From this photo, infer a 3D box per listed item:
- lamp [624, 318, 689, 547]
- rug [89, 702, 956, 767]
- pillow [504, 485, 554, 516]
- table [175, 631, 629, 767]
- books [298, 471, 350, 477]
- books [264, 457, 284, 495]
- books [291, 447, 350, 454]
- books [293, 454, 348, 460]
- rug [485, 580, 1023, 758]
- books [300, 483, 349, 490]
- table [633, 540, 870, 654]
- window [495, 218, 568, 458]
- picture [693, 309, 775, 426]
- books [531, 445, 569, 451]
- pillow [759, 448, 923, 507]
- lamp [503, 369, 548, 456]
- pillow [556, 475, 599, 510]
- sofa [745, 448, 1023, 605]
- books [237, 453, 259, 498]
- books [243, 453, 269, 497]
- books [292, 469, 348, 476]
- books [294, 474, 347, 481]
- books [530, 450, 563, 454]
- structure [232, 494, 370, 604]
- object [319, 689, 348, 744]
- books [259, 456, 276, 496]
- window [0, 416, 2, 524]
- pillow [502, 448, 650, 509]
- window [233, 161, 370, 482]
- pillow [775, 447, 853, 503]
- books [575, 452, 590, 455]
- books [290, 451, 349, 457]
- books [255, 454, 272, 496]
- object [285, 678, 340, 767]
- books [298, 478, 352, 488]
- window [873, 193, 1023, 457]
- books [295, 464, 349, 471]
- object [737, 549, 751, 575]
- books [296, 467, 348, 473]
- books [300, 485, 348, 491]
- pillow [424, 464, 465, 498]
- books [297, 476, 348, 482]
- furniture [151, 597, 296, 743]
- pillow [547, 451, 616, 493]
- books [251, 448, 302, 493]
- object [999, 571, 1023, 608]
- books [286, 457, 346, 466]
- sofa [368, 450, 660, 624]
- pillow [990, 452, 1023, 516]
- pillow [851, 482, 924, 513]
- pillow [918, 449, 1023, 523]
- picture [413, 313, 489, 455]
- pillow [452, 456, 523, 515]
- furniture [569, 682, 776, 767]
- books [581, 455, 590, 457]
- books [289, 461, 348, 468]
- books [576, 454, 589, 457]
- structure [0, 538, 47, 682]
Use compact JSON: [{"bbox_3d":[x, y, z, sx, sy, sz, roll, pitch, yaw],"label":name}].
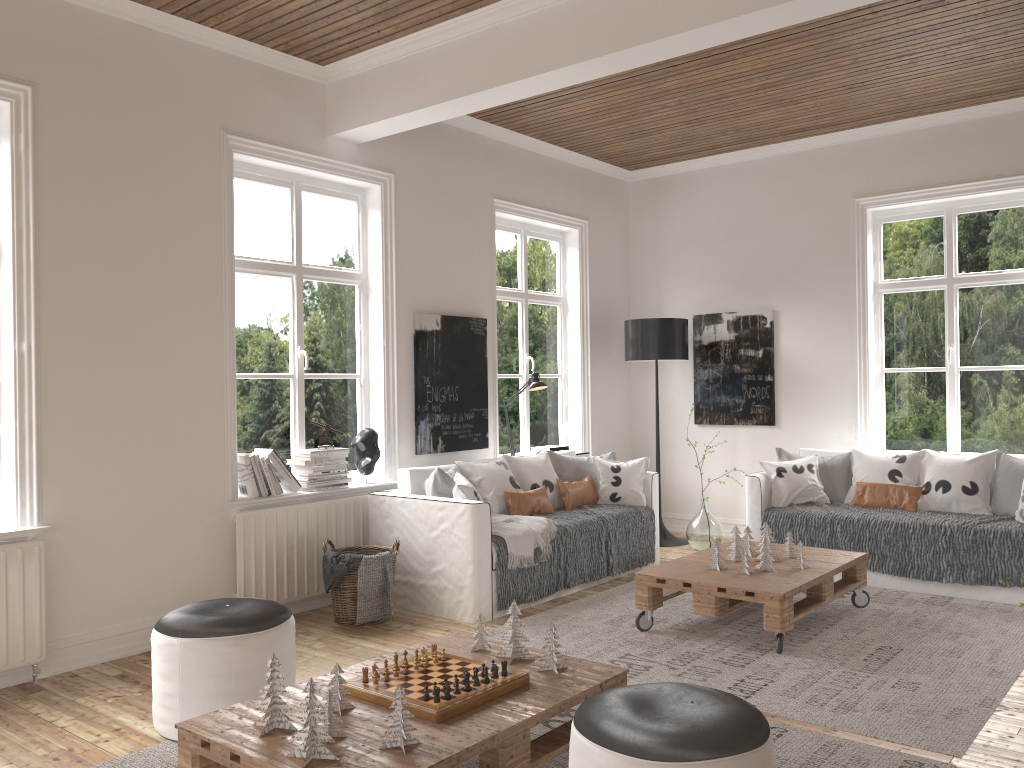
[{"bbox_3d":[1.156,0.372,7.039,0.499,1.754,0.499,-1,0,36],"label":"lamp"},{"bbox_3d":[-0.219,1.257,2.618,2.254,0.003,2.474,-1,0,39],"label":"rug"},{"bbox_3d":[0.113,0.764,5.584,0.116,0.220,0.414,-1,0,40],"label":"pillow"},{"bbox_3d":[-0.277,1.109,2.737,0.821,0.300,1.189,-1,0,39],"label":"table"},{"bbox_3d":[-1.102,0.524,5.186,0.161,0.013,0.256,-1,0,39],"label":"books"},{"bbox_3d":[-1.356,0.504,4.885,0.161,0.213,0.118,-1,0,39],"label":"books"},{"bbox_3d":[-1.116,0.388,5.166,0.182,0.016,0.288,-1,0,39],"label":"books"},{"bbox_3d":[-1.119,0.423,5.179,0.174,0.021,0.273,-1,0,39],"label":"books"},{"bbox_3d":[1.387,1.238,4.599,2.254,0.003,2.474,-1,0,39],"label":"rug"},{"bbox_3d":[-1.114,0.590,5.168,0.159,0.012,0.285,-1,0,39],"label":"books"},{"bbox_3d":[1.281,1.091,4.677,0.821,0.300,1.189,-1,0,39],"label":"table"},{"bbox_3d":[0.123,-0.314,6.900,0.120,1.872,1.055,-1,0,39],"label":"window"},{"bbox_3d":[1.781,-0.123,7.146,0.680,0.908,0.041,-1,0,39],"label":"picture"},{"bbox_3d":[0.294,0.502,6.894,0.190,0.028,0.239,-1,0,41],"label":"books"},{"bbox_3d":[2.169,0.647,5.877,1.020,0.414,0.417,-1,0,21],"label":"pillow"},{"bbox_3d":[0.088,0.245,6.479,0.439,0.703,0.196,-1,0,39],"label":"lamp"},{"bbox_3d":[0.451,0.735,5.961,0.117,0.235,0.414,-1,0,39],"label":"pillow"},{"bbox_3d":[2.561,0.837,5.607,1.960,0.776,0.866,-1,0,39],"label":"sofa"},{"bbox_3d":[-1.454,0.491,4.779,0.172,0.239,0.093,-1,0,39],"label":"books"},{"bbox_3d":[-1.418,0.493,4.806,0.172,0.235,0.112,-1,0,39],"label":"books"},{"bbox_3d":[-1.122,0.512,5.174,0.159,0.012,0.285,-1,0,39],"label":"books"},{"bbox_3d":[-1.135,0.539,5.183,0.182,0.016,0.288,-1,0,39],"label":"books"},{"bbox_3d":[0.298,0.527,6.903,0.212,0.023,0.258,-1,0,39],"label":"books"},{"bbox_3d":[-1.058,1.069,5.078,0.095,0.829,1.223,-1,0,39],"label":"structure"},{"bbox_3d":[-0.499,0.895,2.412,0.076,0.132,0.072,-1,0,39],"label":"object"},{"bbox_3d":[-1.385,0.502,4.858,0.161,0.218,0.101,-1,0,39],"label":"books"},{"bbox_3d":[-2.607,-0.283,3.531,0.120,1.872,1.055,-1,0,39],"label":"window"},{"bbox_3d":[0.427,0.664,6.023,1.081,0.450,0.403,-1,0,-27],"label":"pillow"},{"bbox_3d":[-1.242,-0.298,5.216,0.120,1.872,1.055,-1,0,39],"label":"window"},{"bbox_3d":[2.073,0.648,6.062,0.541,0.431,0.282,-1,0,13],"label":"pillow"},{"bbox_3d":[0.468,0.558,7.114,0.202,0.012,0.251,-1,0,40],"label":"books"},{"bbox_3d":[-1.120,0.404,5.177,0.182,0.016,0.288,-1,0,39],"label":"books"},{"bbox_3d":[-1.400,0.495,4.833,0.152,0.232,0.104,-1,0,39],"label":"books"},{"bbox_3d":[-0.514,0.857,2.278,0.106,0.208,0.107,-1,0,-35],"label":"object"},{"bbox_3d":[-1.120,0.571,5.177,0.176,0.025,0.331,-1,0,39],"label":"books"},{"bbox_3d":[3.115,-0.358,6.296,1.055,1.872,0.120,-1,0,39],"label":"window"},{"bbox_3d":[-1.113,0.485,5.190,0.167,0.017,0.263,-1,0,39],"label":"books"},{"bbox_3d":[1.154,0.880,4.415,0.068,0.124,0.072,-1,0,24],"label":"object"},{"bbox_3d":[-1.111,0.500,5.179,0.161,0.012,0.254,-1,0,39],"label":"books"},{"bbox_3d":[-1.107,0.603,5.183,0.161,0.012,0.254,-1,0,39],"label":"books"},{"bbox_3d":[-0.367,0.681,5.217,0.282,0.431,0.541,-1,0,13],"label":"pillow"},{"bbox_3d":[-1.112,0.553,5.187,0.161,0.013,0.254,-1,0,39],"label":"books"},{"bbox_3d":[-1.081,1.057,3.342,0.518,0.430,0.518,-1,0,-30],"label":"furniture"},{"bbox_3d":[0.486,0.674,6.215,0.546,0.437,0.292,-1,0,-18],"label":"pillow"},{"bbox_3d":[-1.317,0.482,4.940,0.176,0.255,0.226,-1,0,39],"label":"books"},{"bbox_3d":[1.903,0.682,2.921,0.515,1.117,0.275,-1,0,6],"label":"object"},{"bbox_3d":[-1.144,0.447,5.173,0.180,0.028,0.296,-1,0,39],"label":"books"},{"bbox_3d":[0.096,0.872,5.674,0.866,0.776,1.960,-1,0,39],"label":"sofa"},{"bbox_3d":[3.071,0.635,5.209,0.292,0.437,0.546,-1,0,-18],"label":"pillow"},{"bbox_3d":[2.376,0.721,5.630,0.420,0.179,0.127,-1,0,41],"label":"pillow"},{"bbox_3d":[2.879,0.627,5.267,0.403,0.450,1.081,-1,0,-27],"label":"pillow"},{"bbox_3d":[-0.399,-0.001,5.953,0.041,0.908,0.680,-1,0,39],"label":"picture"},{"bbox_3d":[-0.182,0.679,5.313,0.417,0.414,1.020,-1,0,21],"label":"pillow"},{"bbox_3d":[0.406,1.033,2.271,0.518,0.430,0.518,-1,0,42],"label":"furniture"},{"bbox_3d":[0.475,0.585,7.111,0.187,0.014,0.253,-1,0,39],"label":"books"},{"bbox_3d":[-1.130,0.468,5.192,0.182,0.016,0.288,-1,0,39],"label":"books"},{"bbox_3d":[0.472,0.571,7.108,0.187,0.014,0.248,-1,0,37],"label":"books"},{"bbox_3d":[-2.426,1.084,3.391,0.095,0.829,1.223,-1,0,39],"label":"structure"}]
